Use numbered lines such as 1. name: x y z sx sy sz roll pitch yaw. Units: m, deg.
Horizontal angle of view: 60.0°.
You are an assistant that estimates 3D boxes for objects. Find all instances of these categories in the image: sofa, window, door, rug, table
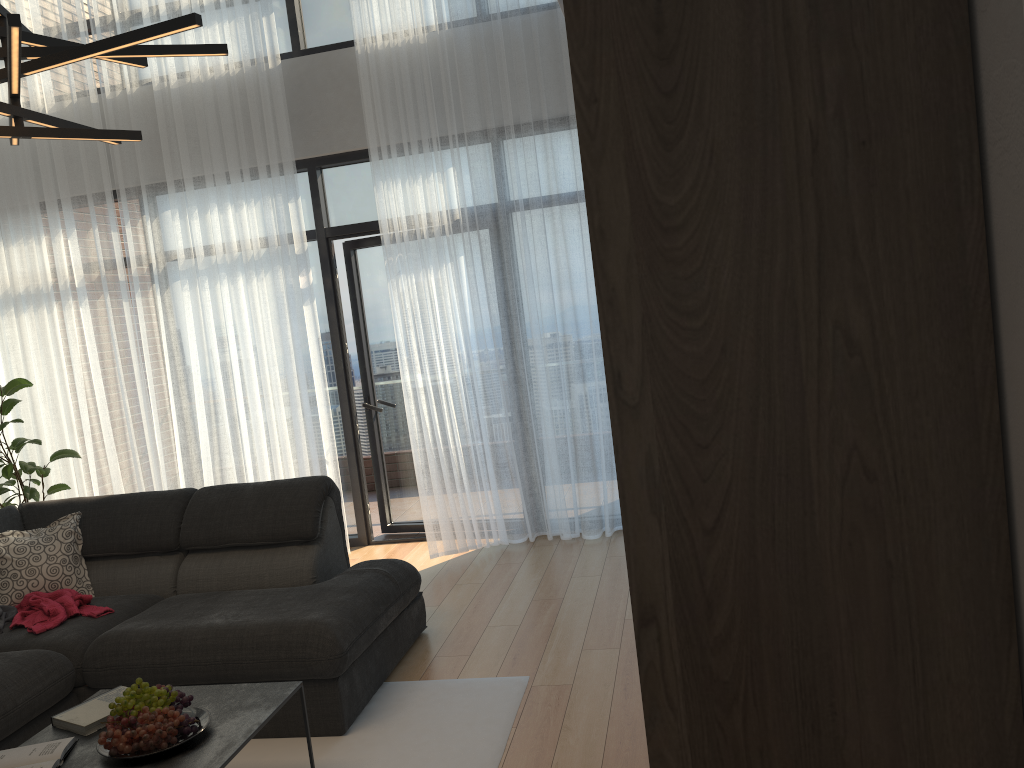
1. sofa: -1.719 0.892 2.717 2.108 0.995 3.169 -6 5 11
2. window: -1.102 -0.187 5.721 4.808 2.501 0.119 -6 5 11
3. door: -0.471 -0.012 5.732 1.118 1.976 0.206 -5 5 21
4. rug: -0.927 1.320 2.320 1.606 0.013 2.496 -6 5 11
5. window: -1.476 -3.255 5.474 4.808 2.500 0.119 -6 5 11
6. table: -1.029 1.144 2.463 0.700 0.323 0.700 -6 5 11

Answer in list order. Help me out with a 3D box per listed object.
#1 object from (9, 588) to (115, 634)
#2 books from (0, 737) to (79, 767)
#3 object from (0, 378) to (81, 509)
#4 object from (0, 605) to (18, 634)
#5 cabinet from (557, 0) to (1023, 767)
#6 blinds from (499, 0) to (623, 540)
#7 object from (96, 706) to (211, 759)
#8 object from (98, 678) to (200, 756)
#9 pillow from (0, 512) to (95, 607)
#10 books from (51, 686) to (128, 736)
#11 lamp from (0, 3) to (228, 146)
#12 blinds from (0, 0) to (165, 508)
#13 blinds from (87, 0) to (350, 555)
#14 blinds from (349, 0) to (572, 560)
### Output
1. object: -1.866 0.896 3.564 0.536 0.077 0.323 -2 6 45
2. books: -1.292 1.011 2.337 0.199 0.025 0.294 -8 5 -10
3. object: -3.199 0.602 5.573 0.528 1.463 0.774 -4 5 31
4. object: -2.119 0.983 3.199 0.411 0.118 0.905 -8 5 -13
5. cabinet: 0.603 -0.152 2.740 0.338 2.494 4.036 -6 5 11
6. blinds: 0.446 -1.890 5.032 1.163 5.581 0.218 -6 5 8
7. object: -0.978 0.963 2.435 0.295 0.026 0.295 -7 5 5
8. object: -0.981 0.894 2.422 0.256 0.173 0.279 -6 5 8
9. pillow: -2.333 0.907 2.723 0.386 0.364 2.734 -6 5 15
10. books: -1.221 0.974 2.653 0.179 0.029 0.225 -4 6 34
11. lamp: -1.487 -2.440 2.146 1.200 3.645 0.831 -5 5 21
12. blinds: -3.066 -1.515 5.691 1.223 5.581 0.218 -6 5 9
13. blinds: -2.004 -1.630 5.510 1.374 5.581 0.218 -6 5 9
14. blinds: -0.435 -1.791 5.122 0.858 5.579 0.589 -8 5 -12
